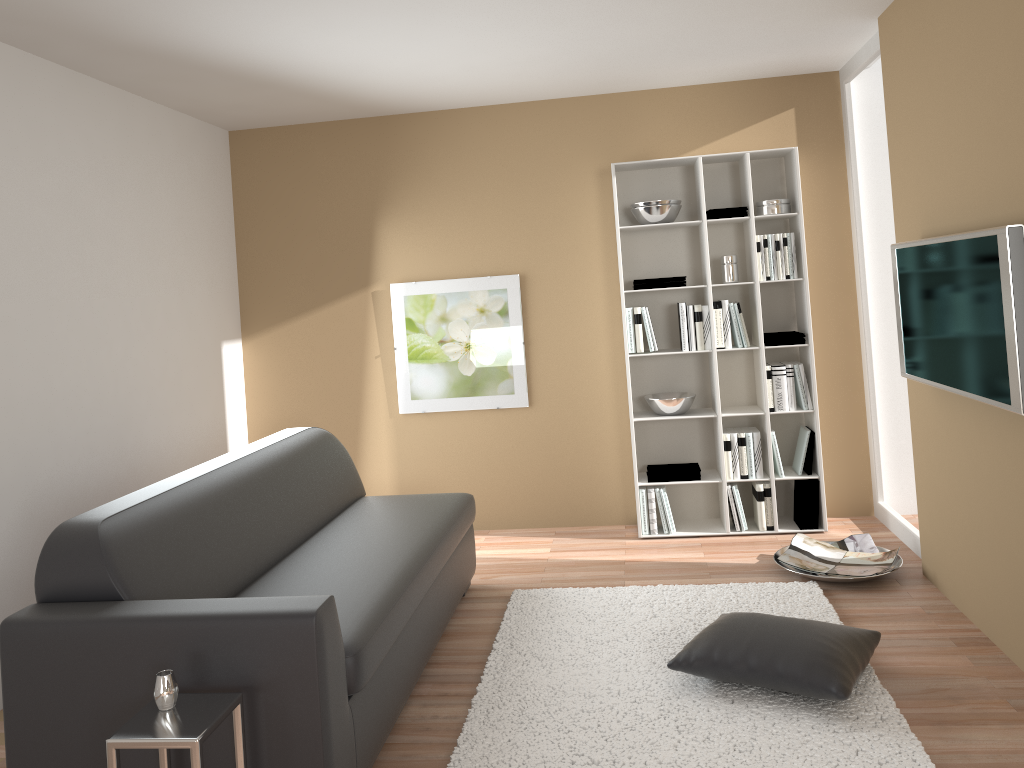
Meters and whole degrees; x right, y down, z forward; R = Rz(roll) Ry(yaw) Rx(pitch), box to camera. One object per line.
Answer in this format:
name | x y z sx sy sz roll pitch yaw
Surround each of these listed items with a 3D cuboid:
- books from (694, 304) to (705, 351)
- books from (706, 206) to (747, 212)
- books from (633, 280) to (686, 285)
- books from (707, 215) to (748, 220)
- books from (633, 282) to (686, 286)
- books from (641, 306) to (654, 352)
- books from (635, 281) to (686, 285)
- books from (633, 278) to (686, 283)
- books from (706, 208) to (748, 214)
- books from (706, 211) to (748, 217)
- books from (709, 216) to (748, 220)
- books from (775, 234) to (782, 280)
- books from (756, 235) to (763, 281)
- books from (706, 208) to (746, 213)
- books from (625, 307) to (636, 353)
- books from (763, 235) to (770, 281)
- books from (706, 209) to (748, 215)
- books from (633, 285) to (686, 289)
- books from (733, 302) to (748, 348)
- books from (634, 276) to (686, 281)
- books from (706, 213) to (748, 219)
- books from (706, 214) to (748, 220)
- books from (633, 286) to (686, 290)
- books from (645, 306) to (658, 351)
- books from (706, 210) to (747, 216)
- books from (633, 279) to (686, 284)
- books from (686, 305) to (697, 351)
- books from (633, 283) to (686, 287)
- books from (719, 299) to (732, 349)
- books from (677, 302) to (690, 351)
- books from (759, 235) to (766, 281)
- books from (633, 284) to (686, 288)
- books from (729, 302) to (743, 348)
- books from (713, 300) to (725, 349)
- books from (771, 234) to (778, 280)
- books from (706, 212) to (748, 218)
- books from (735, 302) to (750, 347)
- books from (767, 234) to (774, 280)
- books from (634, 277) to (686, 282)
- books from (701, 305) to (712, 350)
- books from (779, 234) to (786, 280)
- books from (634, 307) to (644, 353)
books | 1.076 -0.330 5.087 0.040 0.259 0.208 -4 1 8
books | 1.229 -1.007 5.115 0.210 0.006 0.299 -4 6 2
books | 0.857 -0.594 5.135 0.297 0.006 0.211 -3 6 9
books | 1.233 -0.958 5.118 0.210 0.006 0.299 -4 6 2
books | 0.860 -0.583 5.136 0.297 0.006 0.211 -3 6 7
books | 0.787 -0.323 5.124 0.060 0.260 0.208 -4 1 8
books | 0.859 -0.588 5.136 0.297 0.006 0.211 -3 6 7
books | 0.858 -0.605 5.140 0.297 0.008 0.211 -3 6 7
books | 1.233 -0.997 5.118 0.210 0.008 0.299 -4 6 2
books | 1.231 -0.980 5.117 0.210 0.006 0.299 -4 6 2
books | 1.232 -0.953 5.119 0.210 0.007 0.299 -4 6 3
books | 1.508 -0.724 5.030 0.020 0.259 0.208 -4 1 8
books | 1.403 -0.717 5.043 0.020 0.259 0.208 -4 1 8
books | 1.228 -1.002 5.115 0.210 0.007 0.299 -4 6 3
books | 0.692 -0.318 5.139 0.040 0.259 0.208 -4 1 8
books | 1.445 -0.720 5.042 0.020 0.259 0.208 -4 1 8
books | 1.234 -0.992 5.118 0.210 0.008 0.299 -4 6 2
books | 0.860 -0.566 5.136 0.297 0.006 0.211 -3 6 7
books | 1.305 -0.342 5.066 0.058 0.258 0.208 -4 1 8
books | 0.860 -0.616 5.137 0.297 0.006 0.211 -3 6 7
books | 1.232 -0.970 5.120 0.210 0.007 0.298 -4 6 1
books | 1.232 -0.964 5.118 0.210 0.006 0.299 -4 6 2
books | 0.859 -0.561 5.135 0.297 0.007 0.211 -3 6 7
books | 0.812 -0.325 5.132 0.058 0.258 0.208 -4 1 8
books | 1.229 -0.986 5.119 0.210 0.006 0.299 -4 6 4
books | 0.858 -0.600 5.140 0.297 0.008 0.211 -3 6 7
books | 1.035 -0.328 5.097 0.040 0.259 0.208 -4 1 8
books | 0.857 -0.578 5.137 0.297 0.007 0.211 -3 6 6
books | 1.232 -0.349 5.084 0.040 0.276 0.208 -4 1 8
books | 0.993 -0.334 5.103 0.040 0.276 0.208 -4 1 8
books | 1.424 -0.719 5.048 0.020 0.259 0.208 -4 1 8
books | 0.859 -0.572 5.136 0.297 0.006 0.211 -3 6 7
books | 1.280 -0.342 5.074 0.060 0.260 0.208 -4 1 8
books | 1.185 -0.344 5.089 0.053 0.273 0.208 -4 1 8
books | 1.487 -0.723 5.038 0.020 0.259 0.208 -4 1 8
books | 1.231 -0.975 5.117 0.210 0.006 0.299 -4 6 2
books | 1.324 -0.346 5.080 0.058 0.258 0.208 -4 1 8
books | 1.466 -0.722 5.041 0.020 0.259 0.208 -4 1 8
books | 0.860 -0.611 5.136 0.297 0.007 0.211 -3 6 7
books | 1.118 -0.330 5.088 0.040 0.252 0.208 -4 2 8
books | 1.530 -0.725 5.034 0.020 0.259 0.208 -4 1 8
books | 0.738 -0.320 5.127 0.040 0.259 0.208 -4 1 8
